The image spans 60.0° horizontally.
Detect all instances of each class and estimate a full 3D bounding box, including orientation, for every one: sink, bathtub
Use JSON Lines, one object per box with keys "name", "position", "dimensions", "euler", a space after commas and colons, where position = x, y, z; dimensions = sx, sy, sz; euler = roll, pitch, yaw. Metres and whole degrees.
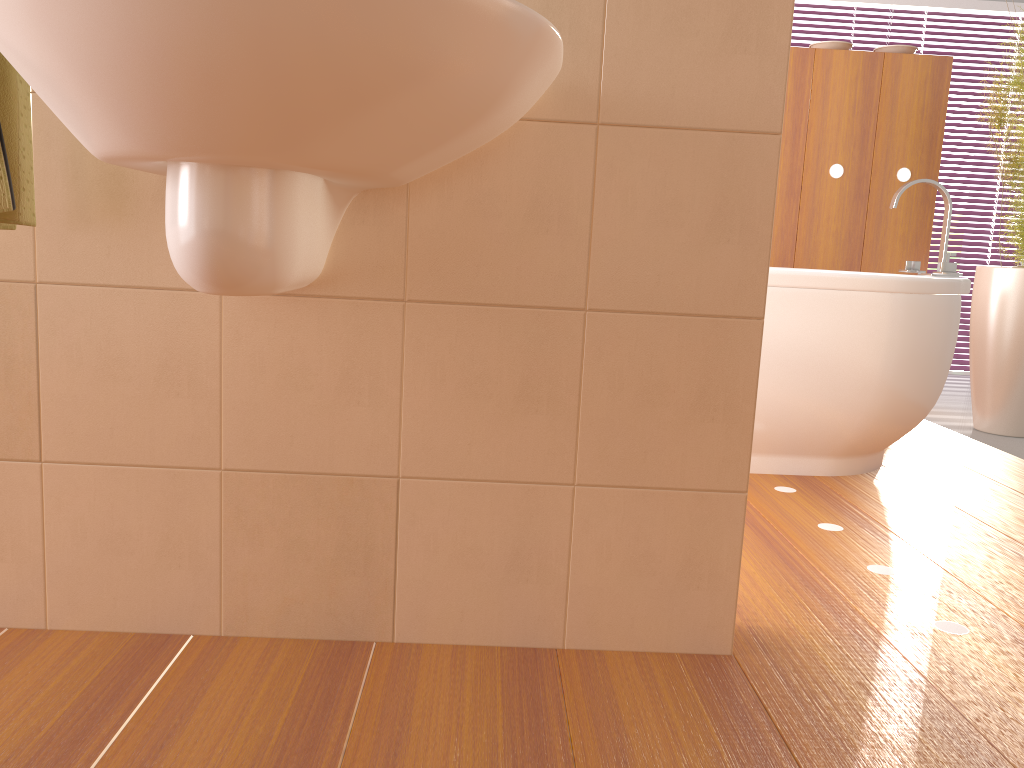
{"name": "sink", "position": [-0.275, -0.354, 0.997], "dimensions": [0.683, 0.516, 0.539], "euler": [3, 9, -2]}
{"name": "bathtub", "position": [0.527, -0.247, 2.870], "dimensions": [1.874, 0.900, 0.888], "euler": [3, 9, -2]}

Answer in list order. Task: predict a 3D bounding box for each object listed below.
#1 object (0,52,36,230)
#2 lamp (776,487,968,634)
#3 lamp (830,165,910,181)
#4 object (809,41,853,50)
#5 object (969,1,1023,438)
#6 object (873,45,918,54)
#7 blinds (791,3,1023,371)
{"name": "object", "position": [-0.644, -0.344, 1.086], "dimensions": [0.085, 0.306, 0.181], "euler": [5, 9, 14]}
{"name": "lamp", "position": [-0.775, 0.437, 0.976], "dimensions": [3.173, 0.001, 2.893], "euler": [3, 9, -2]}
{"name": "lamp", "position": [1.046, -0.882, 3.610], "dimensions": [1.169, 0.052, 0.001], "euler": [3, 9, -2]}
{"name": "object", "position": [1.319, -1.378, 3.674], "dimensions": [0.173, 0.046, 0.173], "euler": [3, 9, -2]}
{"name": "object", "position": [2.065, -0.568, 3.312], "dimensions": [0.683, 1.557, 1.335], "euler": [8, 10, 30]}
{"name": "object", "position": [1.591, -1.365, 3.682], "dimensions": [0.173, 0.046, 0.173], "euler": [3, 9, -2]}
{"name": "blinds", "position": [0.659, -1.176, 5.084], "dimensions": [4.712, 2.022, 0.032], "euler": [3, 9, -2]}
